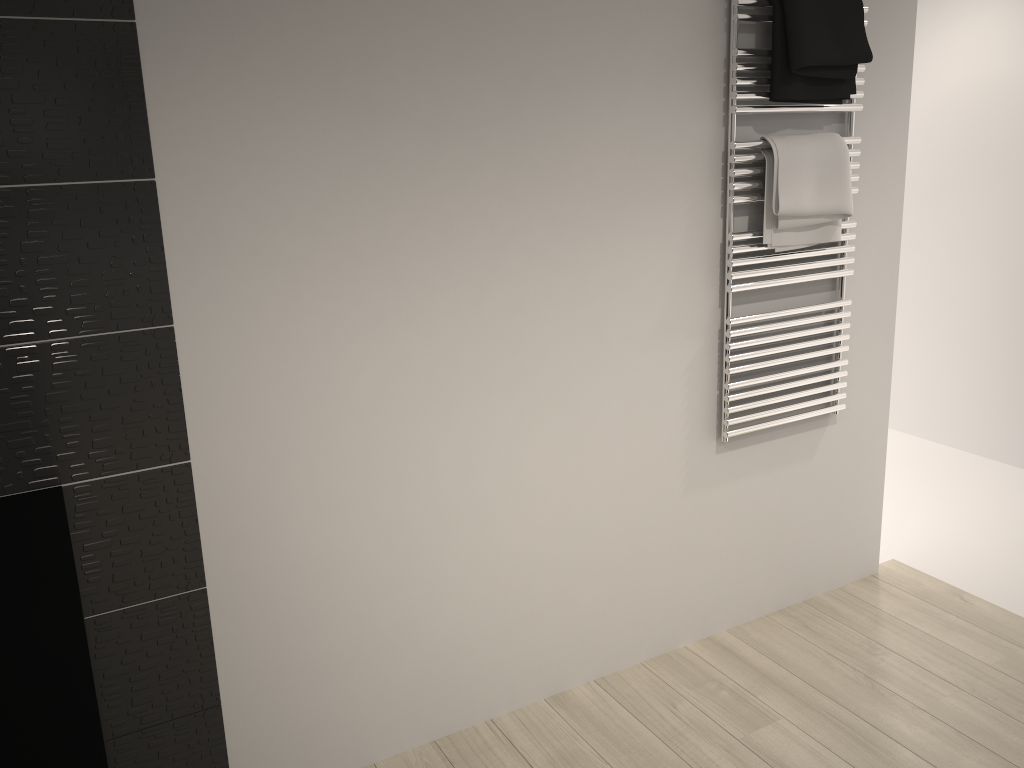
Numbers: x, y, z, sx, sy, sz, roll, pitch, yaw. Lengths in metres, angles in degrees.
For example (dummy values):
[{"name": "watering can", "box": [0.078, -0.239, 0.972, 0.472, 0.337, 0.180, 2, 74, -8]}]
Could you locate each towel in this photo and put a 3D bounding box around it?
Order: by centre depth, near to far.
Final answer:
[{"name": "towel", "box": [0.795, -0.886, 2.306, 0.301, 0.307, 0.142, -11, 16, -31]}, {"name": "towel", "box": [0.794, -0.520, 2.400, 0.304, 0.307, 0.099, -9, 16, -27]}]

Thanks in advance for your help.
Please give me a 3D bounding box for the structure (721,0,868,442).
[{"name": "structure", "box": [0.775, -0.494, 2.440, 0.473, 1.282, 0.039, -9, 15, -28]}]
